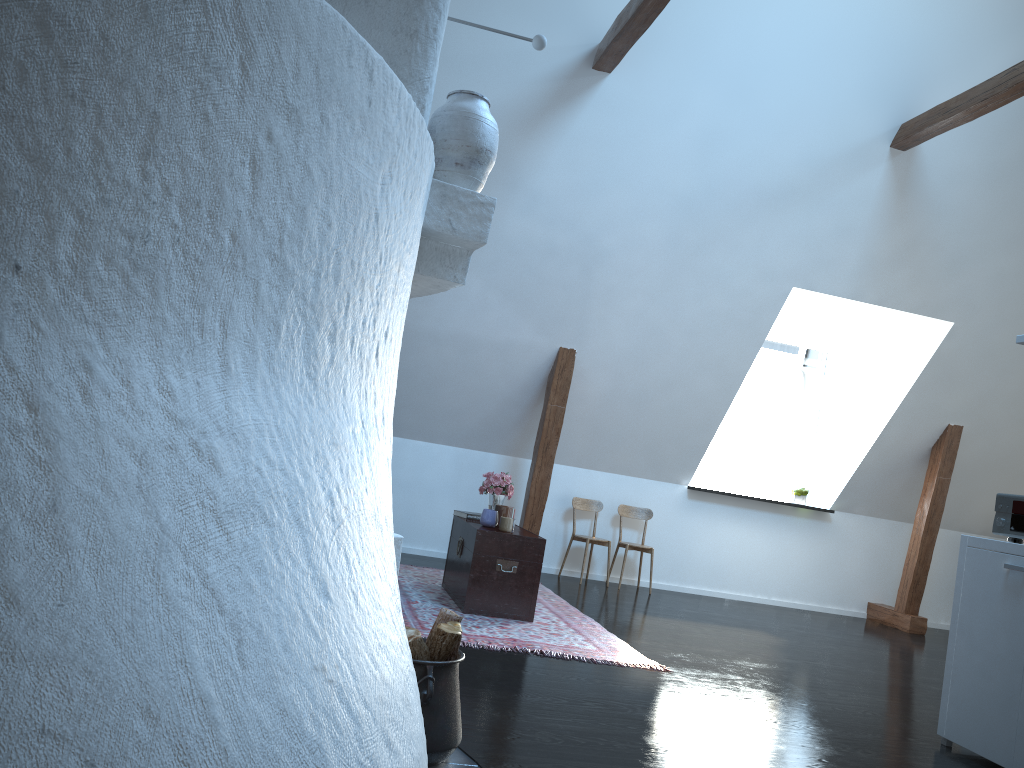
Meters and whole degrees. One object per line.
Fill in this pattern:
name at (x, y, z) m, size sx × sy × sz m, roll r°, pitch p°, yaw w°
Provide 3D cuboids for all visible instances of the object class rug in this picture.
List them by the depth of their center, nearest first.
rug at (-0.182, 1.377, 5.588) m, size 1.512 × 0.029 × 2.647 m, roll 10°, pitch -5°, yaw -11°

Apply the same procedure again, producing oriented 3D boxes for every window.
window at (4.920, -0.845, 6.099) m, size 8.018 × 4.249 × 5.959 m, roll 10°, pitch -5°, yaw -12°

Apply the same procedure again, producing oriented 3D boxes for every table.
table at (-0.128, 1.147, 5.641) m, size 0.471 × 0.492 × 0.962 m, roll 10°, pitch -5°, yaw -12°

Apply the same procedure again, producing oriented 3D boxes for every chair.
chair at (0.664, 1.343, 7.588) m, size 0.329 × 0.696 × 0.342 m, roll 12°, pitch -6°, yaw -29°
chair at (1.056, 1.414, 7.650) m, size 0.329 × 0.696 × 0.342 m, roll 10°, pitch -5°, yaw -10°

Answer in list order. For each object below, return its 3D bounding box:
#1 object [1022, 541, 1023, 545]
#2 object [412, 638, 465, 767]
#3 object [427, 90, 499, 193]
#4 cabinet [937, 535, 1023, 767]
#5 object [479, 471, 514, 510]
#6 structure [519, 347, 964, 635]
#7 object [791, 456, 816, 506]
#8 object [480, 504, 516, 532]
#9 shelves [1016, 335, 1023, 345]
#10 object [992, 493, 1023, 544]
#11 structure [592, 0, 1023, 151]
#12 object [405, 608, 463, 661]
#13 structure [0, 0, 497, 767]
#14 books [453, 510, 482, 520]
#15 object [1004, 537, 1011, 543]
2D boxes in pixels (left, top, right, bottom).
object at (4.882, 1.627, 8.483) m, size 0.099 × 0.257 × 0.067 m, roll 10°, pitch -5°, yaw -7°
object at (-0.328, 0.959, 2.700) m, size 0.384 × 0.313 × 0.384 m, roll 8°, pitch -5°, yaw 15°
object at (-0.144, -0.634, 2.437) m, size 0.203 × 0.314 × 0.203 m, roll 12°, pitch -5°, yaw -28°
cabinet at (2.324, 1.161, 3.586) m, size 0.638 × 0.921 × 0.869 m, roll 10°, pitch -5°, yaw -12°
object at (-0.115, 0.748, 5.909) m, size 0.234 × 0.351 × 0.235 m, roll 6°, pitch -6°, yaw 38°
structure at (3.914, 1.313, 8.245) m, size 12.350 × 1.963 × 1.023 m, roll 10°, pitch -5°, yaw -12°
object at (2.724, 0.897, 8.268) m, size 0.131 × 0.461 × 0.309 m, roll 9°, pitch -5°, yaw 7°
object at (-0.088, 0.831, 5.547) m, size 0.215 × 0.138 × 0.413 m, roll 9°, pitch -5°, yaw 0°
shelves at (2.720, -0.202, 3.350) m, size 0.478 × 0.038 × 1.604 m, roll 10°, pitch -5°, yaw -12°
object at (2.434, 0.623, 3.818) m, size 0.496 × 0.211 × 0.435 m, roll 11°, pitch -5°, yaw -12°
structure at (3.837, -1.978, 3.194) m, size 15.910 × 3.562 × 10.230 m, roll 10°, pitch -5°, yaw -6°
object at (-0.295, 0.880, 2.698) m, size 0.270 × 0.370 × 0.240 m, roll 11°, pitch -5°, yaw -12°
structure at (-1.353, -1.489, 2.111) m, size 3.049 × 4.752 × 3.058 m, roll 10°, pitch -5°, yaw -3°
books at (-0.250, 0.894, 6.004) m, size 0.243 × 0.034 × 0.179 m, roll 13°, pitch -6°, yaw -33°
object at (4.696, 1.559, 8.422) m, size 0.073 × 0.320 × 0.073 m, roll 11°, pitch -5°, yaw -21°
